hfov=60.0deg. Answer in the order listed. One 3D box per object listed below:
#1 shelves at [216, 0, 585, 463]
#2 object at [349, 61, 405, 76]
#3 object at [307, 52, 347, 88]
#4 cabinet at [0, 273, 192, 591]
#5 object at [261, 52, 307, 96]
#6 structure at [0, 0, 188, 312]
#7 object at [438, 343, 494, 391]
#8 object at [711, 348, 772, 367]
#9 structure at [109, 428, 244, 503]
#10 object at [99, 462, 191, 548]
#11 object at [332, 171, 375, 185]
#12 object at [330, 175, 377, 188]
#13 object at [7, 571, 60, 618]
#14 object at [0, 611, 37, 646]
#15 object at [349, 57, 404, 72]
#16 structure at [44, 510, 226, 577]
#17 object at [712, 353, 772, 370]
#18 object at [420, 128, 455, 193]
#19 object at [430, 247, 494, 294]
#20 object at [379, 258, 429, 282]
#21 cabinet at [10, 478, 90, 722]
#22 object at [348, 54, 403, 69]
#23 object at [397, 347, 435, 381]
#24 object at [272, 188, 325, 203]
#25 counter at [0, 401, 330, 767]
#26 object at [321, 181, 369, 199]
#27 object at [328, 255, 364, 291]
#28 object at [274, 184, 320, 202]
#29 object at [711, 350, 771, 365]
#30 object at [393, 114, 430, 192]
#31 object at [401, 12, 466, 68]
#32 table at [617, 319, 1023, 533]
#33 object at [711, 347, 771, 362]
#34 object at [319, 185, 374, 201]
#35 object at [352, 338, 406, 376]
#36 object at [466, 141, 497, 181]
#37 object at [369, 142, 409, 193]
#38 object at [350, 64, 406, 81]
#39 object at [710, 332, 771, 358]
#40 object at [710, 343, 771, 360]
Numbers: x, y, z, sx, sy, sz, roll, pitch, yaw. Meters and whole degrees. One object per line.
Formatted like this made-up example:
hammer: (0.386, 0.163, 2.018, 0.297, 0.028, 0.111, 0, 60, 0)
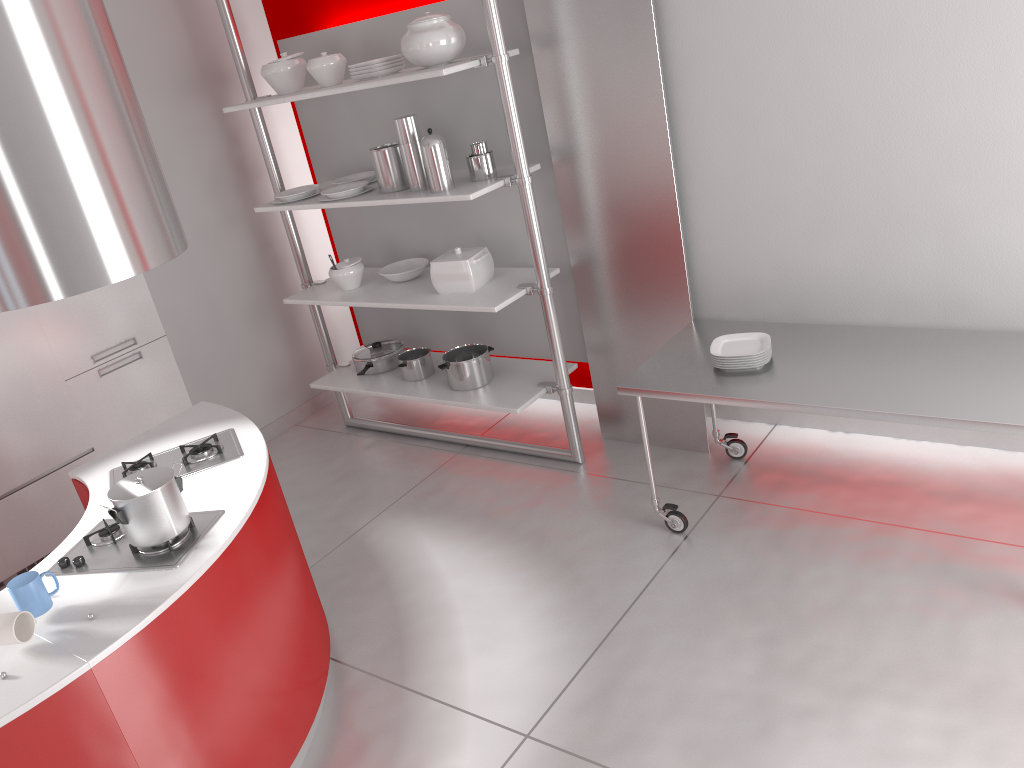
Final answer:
shelves: (-0.583, -0.852, 4.425, 1.735, 2.599, 0.535, 6, 29, 37)
object: (-0.617, -1.444, 4.081, 0.200, 0.030, 0.200, 6, 29, 37)
object: (-0.877, -1.501, 4.228, 0.192, 0.153, 0.192, -28, 27, -33)
cabinet: (-2.857, 0.079, 4.151, 0.614, 2.026, 2.398, 6, 29, 37)
object: (-1.126, -1.542, 4.404, 0.231, 0.191, 0.231, -16, 23, -8)
structure: (-1.376, -0.751, 2.443, 0.644, 0.958, 0.644, -10, 23, 6)
object: (-0.223, -0.087, 4.541, 0.240, 0.161, 0.259, -3, 24, 22)
object: (0.898, -0.109, 3.469, 0.228, 0.020, 0.228, -3, 24, 21)
structure: (-1.200, 0.268, 3.151, 0.457, 0.037, 0.303, -20, 24, -18)
object: (-1.057, 0.352, 2.588, 0.189, 0.185, 0.218, -11, 23, 3)
object: (-0.821, -1.065, 4.651, 0.244, 0.042, 0.244, 1, 26, 30)
object: (-0.818, -1.053, 4.656, 0.280, 0.015, 0.280, -17, 23, -12)
object: (-1.283, 0.557, 2.378, 0.080, 0.100, 0.109, -7, 23, 13)
object: (-1.277, 0.615, 2.261, 0.100, 0.080, 0.109, -8, 23, 10)
object: (-0.620, -1.458, 4.076, 0.200, 0.030, 0.200, 6, 29, 37)
structure: (-1.130, 0.461, 2.658, 0.457, 0.037, 0.303, -6, 23, 14)
object: (0.900, -0.100, 3.473, 0.228, 0.020, 0.228, -3, 24, 21)
object: (-0.335, -0.994, 3.926, 0.115, 0.274, 0.115, 2, 26, 31)
object: (-0.244, -0.567, 4.309, 0.282, 0.197, 0.235, 0, 26, 28)
object: (-0.564, -0.590, 4.687, 0.272, 0.072, 0.272, -11, 23, 4)
cabinet: (-2.217, 1.059, 2.925, 1.875, 0.761, 1.025, -14, 23, -4)
object: (-0.623, -1.472, 4.070, 0.200, 0.030, 0.200, 6, 29, 37)
object: (-0.517, -0.106, 4.788, 0.182, 0.122, 0.196, -13, 23, -1)
object: (-1.113, -0.976, 4.627, 0.280, 0.015, 0.280, -17, 23, -12)
counter: (-2.020, 1.127, 2.746, 2.865, 0.880, 1.868, -18, 23, -14)
object: (-0.821, -0.952, 4.383, 0.244, 0.042, 0.244, -2, 25, 23)
object: (-0.885, -0.614, 4.723, 0.192, 0.214, 0.192, -1, 25, 25)
object: (-1.116, -0.988, 4.621, 0.244, 0.042, 0.244, -2, 25, 23)
object: (0.896, -0.118, 3.465, 0.228, 0.020, 0.228, -3, 24, 21)
object: (-0.451, -1.053, 4.055, 0.109, 0.329, 0.110, 5, 28, 35)
object: (-0.347, -1.504, 3.872, 0.287, 0.222, 0.287, -14, 23, -5)
table: (1.322, 0.232, 3.389, 1.627, 0.682, 0.749, 7, 29, 38)
object: (0.894, -0.128, 3.461, 0.228, 0.020, 0.228, -3, 24, 21)
object: (-0.818, -0.939, 4.388, 0.280, 0.015, 0.280, -20, 24, -18)
object: (-0.791, -0.152, 5.028, 0.308, 0.130, 0.407, 11, 32, 43)
object: (-0.142, -1.013, 4.025, 0.127, 0.157, 0.127, -30, 28, -36)
object: (-0.575, -1.033, 4.230, 0.184, 0.205, 0.172, 9, 31, 41)
object: (-0.614, -1.430, 4.087, 0.200, 0.030, 0.200, 6, 29, 37)
object: (0.890, -0.146, 3.453, 0.228, 0.020, 0.228, -3, 24, 21)
object: (0.892, -0.137, 3.457, 0.228, 0.020, 0.228, -3, 24, 21)
